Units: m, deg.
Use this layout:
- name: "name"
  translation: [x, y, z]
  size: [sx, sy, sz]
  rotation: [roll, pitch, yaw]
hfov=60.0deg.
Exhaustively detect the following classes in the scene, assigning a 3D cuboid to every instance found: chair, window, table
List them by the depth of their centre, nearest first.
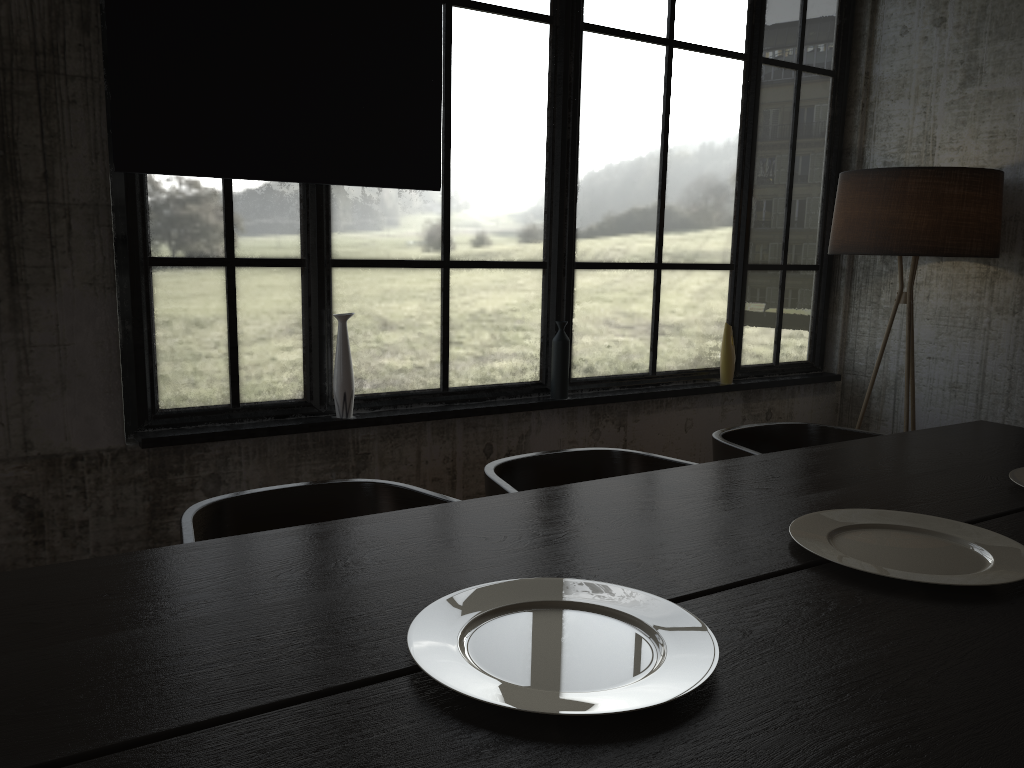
- name: "table"
  translation: [0.853, 0.881, 2.179]
  size: [3.697, 1.012, 1.631]
  rotation: [-4, 11, -33]
- name: "chair"
  translation: [-0.460, 0.834, 2.332]
  size: [0.877, 0.999, 0.766]
  rotation: [-5, 12, -33]
- name: "chair"
  translation: [0.297, 0.776, 2.816]
  size: [0.877, 0.999, 0.766]
  rotation: [-5, 12, -32]
- name: "chair"
  translation: [1.147, 0.710, 3.369]
  size: [0.877, 0.999, 0.766]
  rotation: [-5, 12, -33]
- name: "window"
  translation: [0.264, -1.604, 3.841]
  size: [3.807, 3.455, 0.050]
  rotation: [-5, 12, -32]

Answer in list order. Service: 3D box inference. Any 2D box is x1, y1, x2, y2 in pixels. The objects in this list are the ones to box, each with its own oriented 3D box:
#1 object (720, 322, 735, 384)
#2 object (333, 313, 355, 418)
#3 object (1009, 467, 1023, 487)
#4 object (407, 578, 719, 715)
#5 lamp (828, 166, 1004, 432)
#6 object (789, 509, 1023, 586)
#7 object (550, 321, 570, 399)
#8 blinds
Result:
- name: "object"
  translation: [1.117, -0.160, 4.581]
  size: [0.073, 0.320, 0.074]
  rotation: [5, 11, 19]
- name: "object"
  translation: [-0.654, -0.070, 3.447]
  size: [0.082, 0.413, 0.082]
  rotation: [5, 11, 17]
- name: "object"
  translation: [1.746, 0.314, 2.582]
  size: [0.526, 0.025, 0.524]
  rotation: [-2, 10, -23]
- name: "object"
  translation: [0.085, 0.441, 1.520]
  size: [0.526, 0.025, 0.524]
  rotation: [-2, 10, -23]
- name: "lamp"
  translation: [1.901, 0.020, 4.378]
  size: [0.752, 2.068, 0.748]
  rotation: [-3, 11, -21]
- name: "object"
  translation: [0.916, 0.377, 2.051]
  size: [0.526, 0.025, 0.524]
  rotation: [-2, 10, -23]
- name: "object"
  translation: [0.219, -0.106, 4.007]
  size: [0.080, 0.354, 0.080]
  rotation: [1, 11, -2]
- name: "blinds"
  translation: [-0.763, -1.987, 2.998]
  size: [1.214, 2.548, 0.034]
  rotation: [-5, 12, -32]
